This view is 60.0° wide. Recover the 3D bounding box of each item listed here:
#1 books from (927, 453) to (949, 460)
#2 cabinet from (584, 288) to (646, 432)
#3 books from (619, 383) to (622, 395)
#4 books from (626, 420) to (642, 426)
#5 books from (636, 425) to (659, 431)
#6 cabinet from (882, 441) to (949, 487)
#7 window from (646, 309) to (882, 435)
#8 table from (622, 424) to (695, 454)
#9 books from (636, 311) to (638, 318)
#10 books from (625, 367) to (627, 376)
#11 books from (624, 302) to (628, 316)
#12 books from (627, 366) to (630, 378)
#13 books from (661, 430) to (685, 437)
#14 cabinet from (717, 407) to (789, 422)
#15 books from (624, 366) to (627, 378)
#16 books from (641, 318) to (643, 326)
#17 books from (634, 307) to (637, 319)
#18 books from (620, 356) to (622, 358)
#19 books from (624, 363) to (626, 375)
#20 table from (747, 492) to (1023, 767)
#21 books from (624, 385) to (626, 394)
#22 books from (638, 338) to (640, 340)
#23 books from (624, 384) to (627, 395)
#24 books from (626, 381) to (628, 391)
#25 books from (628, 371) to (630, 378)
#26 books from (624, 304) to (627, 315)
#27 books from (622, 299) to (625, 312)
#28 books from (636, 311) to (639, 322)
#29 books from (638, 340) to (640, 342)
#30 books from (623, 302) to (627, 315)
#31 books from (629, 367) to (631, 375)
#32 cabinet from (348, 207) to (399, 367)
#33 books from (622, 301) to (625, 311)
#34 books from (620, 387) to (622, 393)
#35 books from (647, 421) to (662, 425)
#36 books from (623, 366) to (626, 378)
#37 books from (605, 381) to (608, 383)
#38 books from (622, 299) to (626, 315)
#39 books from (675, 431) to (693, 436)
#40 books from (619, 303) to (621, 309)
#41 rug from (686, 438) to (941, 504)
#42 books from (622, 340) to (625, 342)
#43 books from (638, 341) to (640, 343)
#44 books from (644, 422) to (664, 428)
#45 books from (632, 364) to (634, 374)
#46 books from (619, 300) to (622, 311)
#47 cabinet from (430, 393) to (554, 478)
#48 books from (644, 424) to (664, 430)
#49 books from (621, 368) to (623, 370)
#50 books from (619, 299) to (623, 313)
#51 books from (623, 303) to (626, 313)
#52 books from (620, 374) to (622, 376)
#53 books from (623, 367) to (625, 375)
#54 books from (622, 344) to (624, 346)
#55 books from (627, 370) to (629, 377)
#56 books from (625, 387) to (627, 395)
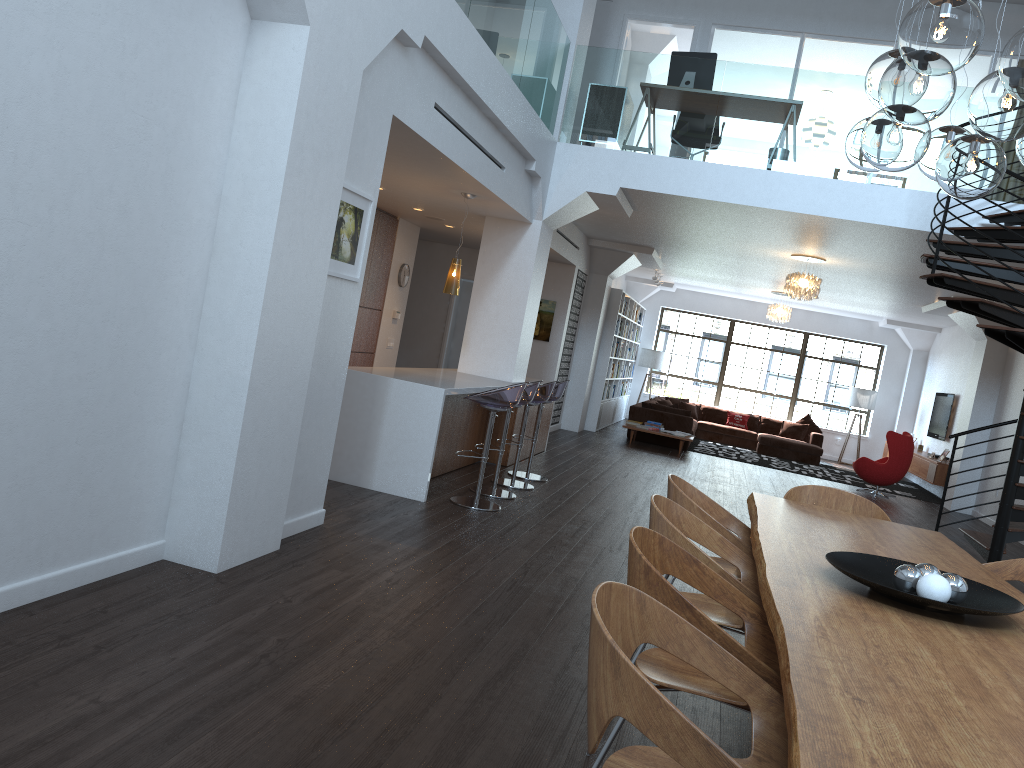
[{"bbox_3d":[7.155,1.224,14.894,0.250,0.053,0.400,11,3,13],"label":"books"},{"bbox_3d":[1.921,-0.446,16.999,0.461,2.414,4.500,11,3,13],"label":"cabinet"},{"bbox_3d":[2.043,0.091,17.474,0.198,0.284,0.066,11,3,13],"label":"books"},{"bbox_3d":[2.003,0.639,14.498,0.241,0.045,0.334,11,3,15],"label":"books"},{"bbox_3d":[2.158,0.695,14.109,0.236,0.035,0.340,13,4,38],"label":"books"},{"bbox_3d":[7.233,1.392,15.740,0.459,0.350,4.501,11,3,13],"label":"cabinet"},{"bbox_3d":[5.388,-0.293,19.189,4.648,1.905,0.114,11,3,13],"label":"window"},{"bbox_3d":[2.332,0.879,14.196,1.100,0.271,0.853,11,3,13],"label":"table"},{"bbox_3d":[2.408,-1.368,17.741,0.183,0.253,0.034,11,3,13],"label":"books"},{"bbox_3d":[2.220,-0.250,17.869,0.161,0.222,0.084,11,3,13],"label":"books"},{"bbox_3d":[1.950,-1.347,15.821,0.182,0.255,0.077,11,3,13],"label":"books"},{"bbox_3d":[2.350,-0.274,18.432,0.183,0.253,0.042,11,3,13],"label":"books"},{"bbox_3d":[2.540,0.771,14.008,0.231,0.040,0.342,8,4,-37],"label":"books"},{"bbox_3d":[5.030,0.953,18.729,1.520,0.625,0.350,11,3,13],"label":"cabinet"},{"bbox_3d":[2.189,-0.261,17.746,0.174,0.242,0.105,11,3,13],"label":"books"},{"bbox_3d":[2.723,-1.349,19.021,0.139,0.191,0.036,11,3,13],"label":"books"},{"bbox_3d":[2.348,-1.385,17.506,0.176,0.290,0.053,11,3,13],"label":"books"},{"bbox_3d":[1.956,-0.517,16.614,0.171,0.039,0.246,11,3,13],"label":"books"},{"bbox_3d":[2.149,-0.284,17.600,0.197,0.290,0.136,11,3,13],"label":"books"},{"bbox_3d":[1.235,1.061,2.873,1.012,0.750,3.803,11,3,13],"label":"table"},{"bbox_3d":[2.255,0.098,18.334,0.183,0.253,0.037,11,3,13],"label":"books"},{"bbox_3d":[2.579,-0.981,18.906,0.174,0.032,0.254,8,4,-42],"label":"books"},{"bbox_3d":[2.278,0.099,18.452,0.189,0.247,0.057,11,3,13],"label":"books"},{"bbox_3d":[2.342,0.075,18.714,0.176,0.290,0.053,11,3,13],"label":"books"},{"bbox_3d":[2.384,-0.251,18.565,0.161,0.221,0.035,11,3,13],"label":"books"},{"bbox_3d":[1.926,-1.340,15.722,0.174,0.243,0.085,11,3,13],"label":"books"},{"bbox_3d":[1.863,-1.362,15.476,0.176,0.293,0.125,11,3,13],"label":"books"},{"bbox_3d":[2.440,-1.370,17.873,0.183,0.253,0.034,11,3,13],"label":"books"},{"bbox_3d":[2.572,-0.949,18.913,0.284,0.033,0.197,12,4,28],"label":"books"},{"bbox_3d":[1.911,-1.342,15.636,0.182,0.253,0.098,11,3,13],"label":"books"},{"bbox_3d":[2.400,-0.264,18.651,0.168,0.228,0.139,11,3,13],"label":"books"},{"bbox_3d":[-2.518,-0.846,8.441,0.598,2.499,5.299,11,3,13],"label":"cabinet"},{"bbox_3d":[1.844,-1.336,15.391,0.174,0.242,0.105,11,3,13],"label":"books"},{"bbox_3d":[2.077,0.089,17.579,0.176,0.290,0.053,11,3,13],"label":"books"},{"bbox_3d":[2.332,0.638,14.482,0.224,0.027,0.157,12,3,18],"label":"books"},{"bbox_3d":[2.137,-0.261,17.497,0.182,0.253,0.098,11,3,13],"label":"books"},{"bbox_3d":[1.504,-0.047,15.043,0.223,0.027,0.161,12,3,23],"label":"books"},{"bbox_3d":[1.874,-1.362,15.538,0.197,0.290,0.136,11,3,13],"label":"books"},{"bbox_3d":[2.768,0.798,14.307,0.256,0.035,0.350,13,4,38],"label":"books"},{"bbox_3d":[1.748,-1.322,14.998,0.161,0.218,0.101,11,3,13],"label":"books"},{"bbox_3d":[5.171,1.469,15.603,4.200,0.007,3.100,11,3,15],"label":"rug"},{"bbox_3d":[1.930,-0.797,16.197,0.223,0.027,0.161,12,3,23],"label":"books"},{"bbox_3d":[2.565,-0.916,18.915,0.284,0.035,0.197,14,4,43],"label":"books"},{"bbox_3d":[2.323,0.667,14.487,0.279,0.035,0.191,12,3,23],"label":"books"},{"bbox_3d":[2.525,-0.298,19.117,0.176,0.290,0.053,11,3,13],"label":"books"},{"bbox_3d":[1.759,-1.324,15.031,0.161,0.222,0.084,11,3,13],"label":"books"},{"bbox_3d":[-0.471,0.371,8.910,0.898,0.796,4.493,11,3,13],"label":"cabinet"},{"bbox_3d":[2.319,0.704,14.484,0.312,0.037,0.216,11,3,3],"label":"books"},{"bbox_3d":[2.007,-0.314,17.071,0.253,0.040,0.183,11,3,13],"label":"books"},{"bbox_3d":[1.772,-1.340,15.104,0.170,0.251,0.118,11,3,13],"label":"books"},{"bbox_3d":[1.900,-1.340,15.605,0.159,0.248,0.089,11,3,13],"label":"books"},{"bbox_3d":[1.979,-0.196,17.077,0.251,0.037,0.160,12,3,18],"label":"books"},{"bbox_3d":[2.112,-0.257,17.413,0.174,0.243,0.085,11,3,13],"label":"books"},{"bbox_3d":[1.981,-0.749,16.640,0.223,0.027,0.161,11,3,3],"label":"books"},{"bbox_3d":[2.321,-0.270,18.316,0.171,0.246,0.036,11,3,13],"label":"books"},{"bbox_3d":[2.321,0.098,18.634,0.171,0.246,0.057,11,3,13],"label":"books"}]
